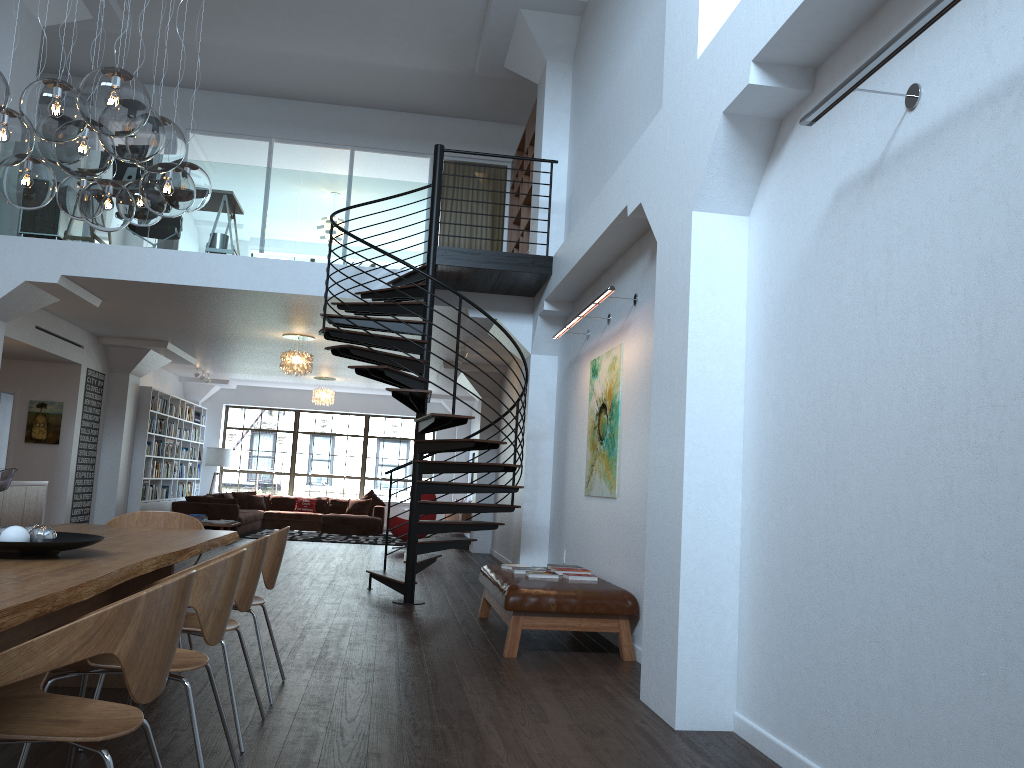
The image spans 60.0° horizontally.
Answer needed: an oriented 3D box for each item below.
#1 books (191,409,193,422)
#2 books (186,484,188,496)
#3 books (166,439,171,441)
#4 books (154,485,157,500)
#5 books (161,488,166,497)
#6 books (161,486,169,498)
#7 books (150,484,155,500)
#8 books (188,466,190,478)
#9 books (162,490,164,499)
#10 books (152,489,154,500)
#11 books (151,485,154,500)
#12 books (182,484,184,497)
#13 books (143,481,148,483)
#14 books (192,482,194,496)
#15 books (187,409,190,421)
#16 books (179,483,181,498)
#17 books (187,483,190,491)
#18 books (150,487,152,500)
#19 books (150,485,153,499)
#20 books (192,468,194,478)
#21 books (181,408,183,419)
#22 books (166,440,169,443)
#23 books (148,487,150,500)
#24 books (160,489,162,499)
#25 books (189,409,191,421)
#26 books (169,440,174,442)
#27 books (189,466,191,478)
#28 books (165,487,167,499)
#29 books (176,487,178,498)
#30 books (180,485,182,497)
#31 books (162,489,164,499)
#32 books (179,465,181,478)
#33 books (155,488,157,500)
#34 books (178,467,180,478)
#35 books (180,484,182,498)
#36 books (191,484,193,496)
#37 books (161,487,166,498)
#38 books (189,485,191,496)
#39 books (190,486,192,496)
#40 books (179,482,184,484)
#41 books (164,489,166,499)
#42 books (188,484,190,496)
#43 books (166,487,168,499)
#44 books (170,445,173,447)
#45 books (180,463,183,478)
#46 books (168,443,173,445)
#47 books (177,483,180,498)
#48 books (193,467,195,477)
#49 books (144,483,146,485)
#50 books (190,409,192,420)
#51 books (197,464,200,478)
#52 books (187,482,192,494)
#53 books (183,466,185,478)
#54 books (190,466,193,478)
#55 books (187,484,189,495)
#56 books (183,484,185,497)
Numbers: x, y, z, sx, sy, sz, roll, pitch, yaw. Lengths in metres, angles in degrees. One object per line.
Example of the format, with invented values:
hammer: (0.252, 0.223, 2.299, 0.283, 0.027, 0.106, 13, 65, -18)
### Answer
books: (-6.515, 0.631, 17.806, 0.183, 0.253, 0.034, 4, -7, -7)
books: (-6.630, 2.141, 17.838, 0.183, 0.253, 0.036, 4, -7, -7)
books: (-6.301, 1.004, 16.013, 0.223, 0.027, 0.161, 3, -7, 2)
books: (-6.298, 1.883, 15.447, 0.183, 0.253, 0.042, 4, -7, -7)
books: (-6.397, 1.995, 16.192, 0.139, 0.191, 0.036, 4, -7, -7)
books: (-6.431, 1.999, 16.417, 0.140, 0.231, 0.042, 4, -7, -7)
books: (-6.292, 1.870, 15.361, 0.180, 0.259, 0.042, 4, -7, -7)
books: (-6.603, 1.768, 17.891, 0.174, 0.251, 0.051, 4, -7, -7)
books: (-6.371, 1.991, 16.036, 0.120, 0.167, 0.020, 4, -7, -7)
books: (-6.284, 1.870, 15.322, 0.160, 0.251, 0.039, 4, -7, -7)
books: (-6.276, 1.869, 15.283, 0.171, 0.246, 0.039, 4, -7, -7)
books: (-6.571, 2.104, 17.489, 0.183, 0.253, 0.034, 4, -7, -8)
books: (-6.176, 1.618, 14.716, 0.223, 0.027, 0.161, 3, -7, 2)
books: (-6.711, 2.183, 18.402, 0.176, 0.290, 0.053, 4, -7, -7)
books: (-6.482, 0.608, 17.557, 0.171, 0.246, 0.057, 4, -7, -7)
books: (-6.544, 2.060, 17.256, 0.176, 0.290, 0.053, 4, -7, -8)
books: (-6.675, 2.150, 18.074, 0.198, 0.284, 0.066, 4, -7, -7)
books: (-6.255, 1.877, 15.173, 0.161, 0.223, 0.030, 4, -7, -8)
books: (-6.270, 1.856, 15.211, 0.183, 0.253, 0.042, 4, -7, -7)
books: (-6.663, 1.837, 18.313, 0.161, 0.221, 0.035, 4, -7, -8)
books: (-6.400, 0.559, 16.989, 0.161, 0.223, 0.032, 4, -7, -7)
books: (-6.315, 1.042, 16.030, 0.174, 0.045, 0.240, 4, -7, -8)
books: (-6.240, 1.856, 15.057, 0.161, 0.223, 0.032, 4, -7, -7)
books: (-6.355, 1.969, 15.890, 0.128, 0.178, 0.022, 4, -7, -7)
books: (-6.496, 0.613, 17.639, 0.183, 0.253, 0.034, 4, -7, -7)
books: (-6.375, 1.051, 16.435, 0.129, 0.043, 0.185, 2, -7, 7)
books: (-6.628, 1.780, 17.993, 0.183, 0.253, 0.039, 4, -7, -7)
books: (-6.401, 1.996, 16.251, 0.146, 0.202, 0.027, 4, -7, -7)
books: (-6.521, 2.060, 17.026, 0.174, 0.240, 0.045, 4, -7, -8)
books: (-6.550, 2.083, 17.296, 0.183, 0.253, 0.034, 4, -7, -8)
books: (-6.371, 1.996, 16.087, 0.107, 0.167, 0.017, 4, -7, -7)
books: (-6.499, 1.693, 17.150, 0.174, 0.243, 0.085, 4, -7, -7)
books: (-6.312, 1.901, 15.534, 0.174, 0.236, 0.142, 4, -7, -8)
books: (-6.486, 1.676, 17.050, 0.182, 0.255, 0.077, 4, -7, -7)
books: (-6.551, 2.087, 17.330, 0.183, 0.253, 0.034, 4, -7, -8)
books: (-6.698, 2.196, 18.318, 0.171, 0.246, 0.057, 4, -7, -7)
books: (-6.406, 1.992, 16.224, 0.146, 0.202, 0.027, 4, -7, -7)
books: (-6.672, 2.176, 18.134, 0.189, 0.247, 0.057, 4, -7, -7)
books: (-6.675, 2.207, 18.229, 0.144, 0.207, 0.048, 4, -7, -7)
books: (-6.584, 2.089, 17.524, 0.176, 0.290, 0.036, 4, -7, -8)
books: (-6.390, 1.998, 16.163, 0.128, 0.178, 0.021, 4, -7, -7)
books: (-6.651, 2.160, 18.017, 0.183, 0.253, 0.037, 4, -7, -7)
books: (-6.417, 2.004, 16.332, 0.146, 0.202, 0.027, 4, -7, -7)
books: (-6.392, 1.137, 16.412, 0.161, 0.033, 0.223, 4, -7, -7)
books: (-6.537, 1.690, 17.339, 0.197, 0.290, 0.136, 4, -7, -7)
books: (-6.408, 1.110, 16.436, 0.223, 0.027, 0.161, 5, -7, -18)
books: (-6.537, 2.051, 17.146, 0.198, 0.284, 0.066, 4, -7, -8)
books: (-6.681, 1.836, 18.399, 0.168, 0.228, 0.139, 4, -7, -7)
books: (-6.189, 1.656, 14.733, 0.174, 0.045, 0.240, 5, -7, -18)
books: (-6.505, 0.620, 17.704, 0.183, 0.253, 0.034, 4, -7, -7)
books: (-6.738, 1.857, 18.879, 0.176, 0.290, 0.053, 4, -7, -7)
books: (-6.660, 2.158, 18.190, 0.140, 0.298, 0.044, 4, -7, -7)
books: (-6.549, 1.729, 17.485, 0.174, 0.242, 0.105, 4, -7, -7)
books: (-6.649, 1.799, 18.180, 0.183, 0.253, 0.042, 4, -7, -7)
books: (-6.640, 2.148, 17.908, 0.183, 0.253, 0.036, 4, -7, -7)
books: (-6.590, 2.110, 17.570, 0.180, 0.259, 0.060, 4, -7, -8)
